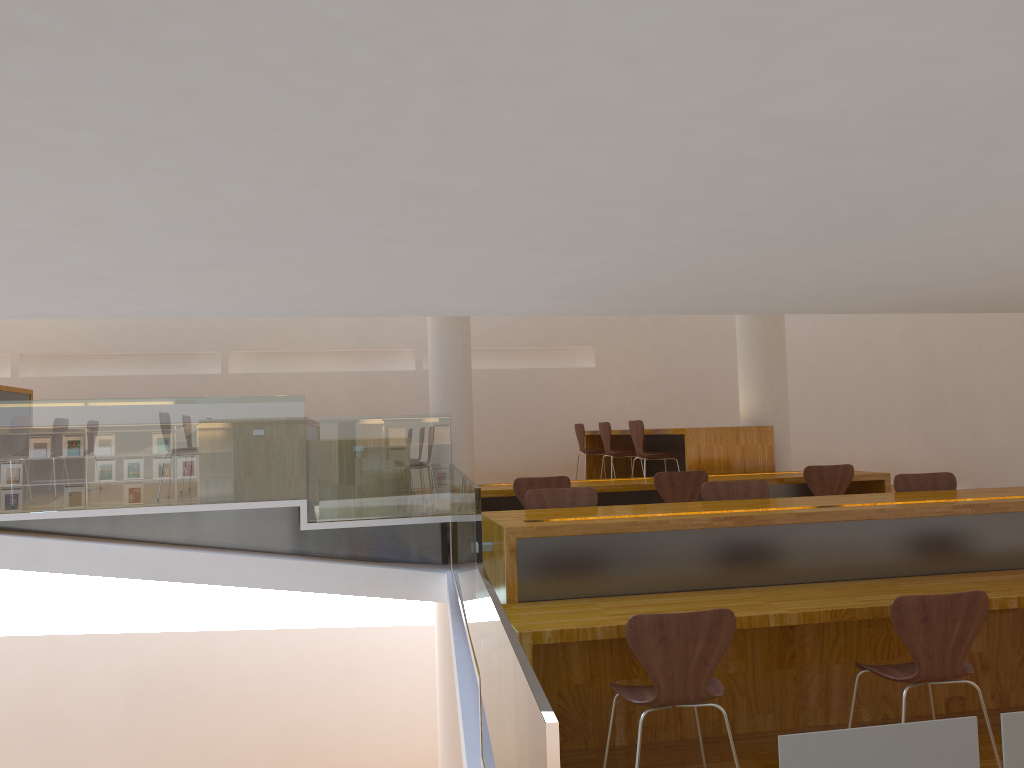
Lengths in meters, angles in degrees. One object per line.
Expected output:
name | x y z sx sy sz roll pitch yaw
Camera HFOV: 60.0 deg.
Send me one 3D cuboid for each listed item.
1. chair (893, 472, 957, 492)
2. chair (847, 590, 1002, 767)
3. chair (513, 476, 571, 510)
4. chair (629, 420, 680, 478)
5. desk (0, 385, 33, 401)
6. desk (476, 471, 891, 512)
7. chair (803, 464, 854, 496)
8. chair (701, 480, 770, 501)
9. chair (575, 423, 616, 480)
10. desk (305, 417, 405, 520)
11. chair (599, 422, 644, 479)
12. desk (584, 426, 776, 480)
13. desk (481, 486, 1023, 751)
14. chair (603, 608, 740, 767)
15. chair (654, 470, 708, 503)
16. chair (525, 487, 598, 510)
chair | 2.359 0.837 4.804 0.428 0.693 0.381 -1 -3 -11
chair | 1.504 1.098 3.302 0.428 0.693 0.381 -1 -3 -11
chair | 0.179 0.968 6.011 0.428 0.693 0.381 -1 -3 -11
chair | 1.258 0.661 7.791 0.381 0.693 0.428 -1 -3 -11
desk | -4.693 0.480 7.401 1.248 1.022 3.216 -1 -3 -11
desk | 1.204 1.022 6.694 3.185 0.606 0.760 -1 -3 -11
chair | 2.226 0.928 6.430 0.428 0.693 0.381 -1 -3 -11
chair | 1.252 0.862 4.638 0.428 0.693 0.381 -1 -3 -11
chair | 0.918 0.782 9.850 0.381 0.693 0.428 -1 -3 -11
desk | -1.807 0.729 8.151 1.527 0.785 3.243 -1 -3 -11
chair | 1.082 0.717 8.745 0.381 0.693 0.428 -1 -3 -11
desk | 1.506 0.746 8.796 0.760 0.606 3.185 -1 -3 -11
desk | 1.501 1.027 4.051 3.236 0.918 1.285 -1 -3 -11
chair | 0.550 1.117 3.125 0.428 0.693 0.381 -1 -3 -11
chair | 1.133 0.948 6.188 0.428 0.693 0.381 -1 -3 -11
chair | 0.297 0.881 4.461 0.428 0.693 0.381 -1 -3 -11
